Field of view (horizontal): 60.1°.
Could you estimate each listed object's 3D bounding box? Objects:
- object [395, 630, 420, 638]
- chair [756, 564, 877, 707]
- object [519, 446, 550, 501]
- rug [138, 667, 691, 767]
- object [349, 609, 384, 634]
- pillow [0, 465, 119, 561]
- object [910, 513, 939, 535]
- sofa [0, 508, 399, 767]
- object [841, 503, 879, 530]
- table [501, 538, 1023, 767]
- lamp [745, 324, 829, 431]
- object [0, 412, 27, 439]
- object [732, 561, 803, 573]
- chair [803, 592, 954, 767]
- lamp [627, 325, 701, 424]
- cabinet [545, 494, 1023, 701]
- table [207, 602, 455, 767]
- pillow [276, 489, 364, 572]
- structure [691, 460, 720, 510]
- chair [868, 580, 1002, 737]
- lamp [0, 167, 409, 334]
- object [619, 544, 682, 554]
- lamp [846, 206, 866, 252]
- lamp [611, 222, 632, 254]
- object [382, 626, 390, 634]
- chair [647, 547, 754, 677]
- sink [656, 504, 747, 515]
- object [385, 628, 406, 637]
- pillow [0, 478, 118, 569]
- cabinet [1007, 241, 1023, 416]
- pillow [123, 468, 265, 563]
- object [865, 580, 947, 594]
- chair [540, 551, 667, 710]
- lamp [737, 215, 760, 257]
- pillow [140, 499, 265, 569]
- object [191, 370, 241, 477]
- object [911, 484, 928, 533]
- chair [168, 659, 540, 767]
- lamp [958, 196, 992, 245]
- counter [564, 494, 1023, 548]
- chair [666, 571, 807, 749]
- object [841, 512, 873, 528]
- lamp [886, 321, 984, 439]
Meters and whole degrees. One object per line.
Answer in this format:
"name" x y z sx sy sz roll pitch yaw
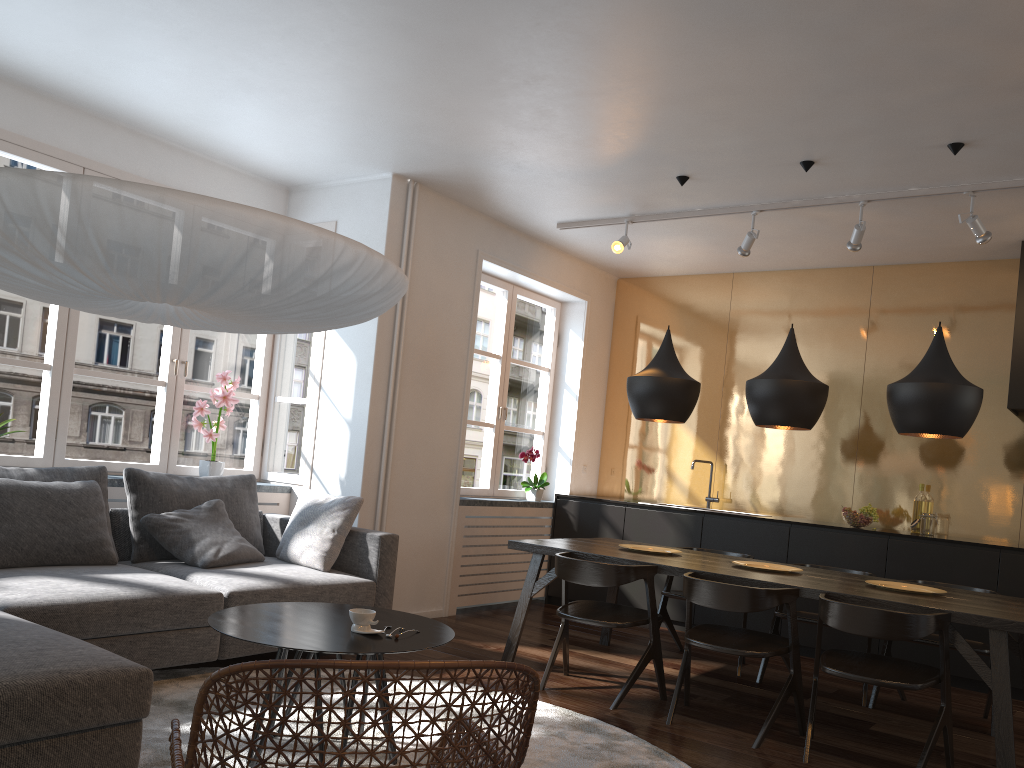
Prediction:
"object" -0.358 0.856 3.041 0.015 0.015 0.169 4 -5 23
"chair" 1.759 1.382 4.982 0.592 0.670 0.522 4 -3 34
"object" 0.183 0.710 6.990 0.229 0.436 0.407 5 -3 12
"rug" -0.665 1.294 2.936 2.832 0.012 2.852 4 -5 16
"object" -0.499 0.813 3.013 0.092 0.069 0.139 9 -5 -42
"pillow" -2.243 0.598 4.087 0.276 0.473 0.844 4 -4 36
"object" 2.755 0.927 5.900 0.176 0.151 0.088 5 -2 13
"sofa" -1.534 0.941 3.615 2.035 0.670 3.085 2 -6 36
"object" 2.341 0.881 5.953 0.239 0.172 0.179 4 -3 20
"table" 1.273 1.288 4.516 2.495 0.677 1.113 2 -5 36
"lamp" 1.422 -0.042 4.559 0.410 0.540 0.412 5 -2 12
"object" -2.588 0.262 4.338 0.322 0.327 0.378 5 -3 11
"object" 1.315 0.946 4.562 0.355 0.016 0.358 4 -5 17
"chair" 1.501 1.237 3.650 0.592 0.670 0.522 4 -3 34
"lamp" 0.857 -0.060 4.966 0.412 0.540 0.411 6 -3 -21
"cabinet" 2.561 1.438 5.909 5.052 0.898 0.736 2 -4 36
"table" -0.645 1.078 3.101 0.845 0.471 0.852 2 -5 38
"pillow" -1.100 0.801 4.886 0.493 0.413 0.288 3 -3 35
"structure" 1.501 0.787 6.863 0.267 0.384 0.109 7 -2 -38
"chair" 2.252 1.397 4.628 0.592 0.670 0.522 4 -3 35
"lamp" -1.059 -0.315 2.702 1.474 0.209 1.471 7 -5 -17
"object" 0.774 0.929 4.951 0.355 0.016 0.358 1 -7 39
"lamp" 1.996 -0.892 5.055 0.085 0.239 0.251 5 -3 2
"lamp" 0.722 -0.950 5.786 0.085 0.239 0.252 5 -3 23
"object" -0.441 0.855 3.089 0.026 0.010 0.124 5 -5 2
"chair" 1.200 1.367 5.420 0.592 0.670 0.522 4 -3 32
"sink" 2.476 0.961 5.959 3.407 0.243 0.485 2 -5 34
"object" -0.399 0.852 3.049 0.025 0.016 0.164 5 -5 11
"pillow" -2.138 0.626 3.992 0.291 0.396 0.670 4 -4 36
"cabinet" 4.045 -0.316 5.111 1.951 1.048 0.534 3 -3 36
"pillow" -1.706 0.719 4.824 0.274 0.475 0.841 4 -4 36
"object" 1.856 0.963 4.173 0.355 0.016 0.358 1 -7 39
"chair" 0.448 1.203 4.399 0.592 0.670 0.522 4 -3 34
"lamp" 1.473 -0.911 5.421 0.085 0.238 0.251 6 -3 -13
"pillow" -1.587 0.768 4.585 0.443 0.320 0.495 4 -4 17
"object" -1.821 0.252 5.413 0.297 0.689 0.201 5 -1 15
"object" 2.801 0.853 6.071 0.092 0.339 0.092 5 -1 3
"chair" -0.363 0.869 1.909 0.720 0.708 0.685 7 -3 -22
"lamp" 3.121 0.017 4.986 1.839 1.844 0.089 7 -1 -20
"counter" 2.605 0.992 5.916 5.049 0.002 0.736 2 -6 36
"chair" 1.005 1.221 4.006 0.592 0.670 0.522 4 -3 36
"object" 2.336 0.921 5.970 0.219 0.097 0.219 6 -4 -7
"lamp" 1.987 -0.024 4.153 0.411 0.540 0.411 6 -2 -7
